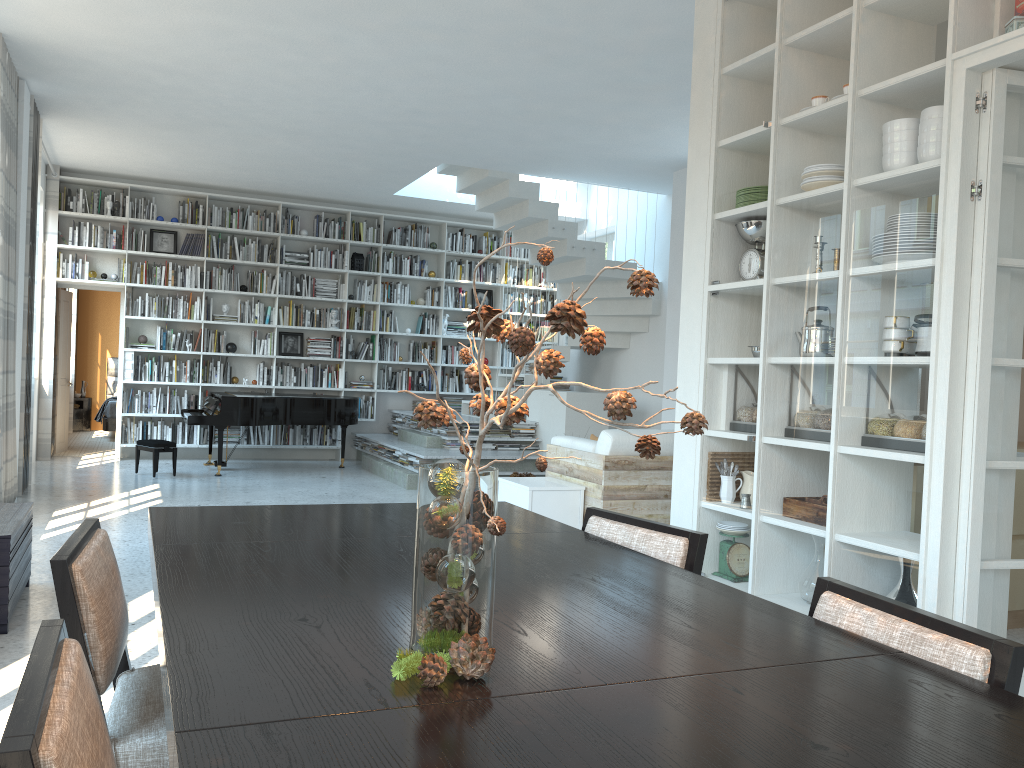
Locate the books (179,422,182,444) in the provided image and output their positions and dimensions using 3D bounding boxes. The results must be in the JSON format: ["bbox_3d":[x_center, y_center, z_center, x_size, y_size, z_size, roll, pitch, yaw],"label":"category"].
[{"bbox_3d":[-3.923,0.575,10.478,0.027,0.256,0.179,2,1,-23],"label":"books"}]

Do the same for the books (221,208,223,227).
[{"bbox_3d":[-3.464,-1.965,10.571,0.012,0.250,0.174,2,1,-23],"label":"books"}]

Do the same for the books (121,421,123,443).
[{"bbox_3d":[-4.504,0.552,10.240,0.012,0.254,0.161,2,1,-23],"label":"books"}]

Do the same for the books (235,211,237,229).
[{"bbox_3d":[-3.319,-1.951,10.641,0.013,0.234,0.154,2,1,-23],"label":"books"}]

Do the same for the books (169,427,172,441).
[{"bbox_3d":[-4.021,0.605,10.421,0.031,0.188,0.190,2,1,-23],"label":"books"}]

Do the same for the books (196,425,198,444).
[{"bbox_3d":[-3.741,0.594,10.527,0.017,0.233,0.212,2,1,-23],"label":"books"}]

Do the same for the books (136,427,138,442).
[{"bbox_3d":[-4.354,0.592,10.300,0.022,0.186,0.145,2,1,-23],"label":"books"}]

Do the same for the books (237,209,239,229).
[{"bbox_3d":[-3.294,-1.959,10.644,0.013,0.251,0.183,2,1,-23],"label":"books"}]

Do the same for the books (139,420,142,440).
[{"bbox_3d":[-4.315,0.554,10.301,0.023,0.266,0.177,2,1,-23],"label":"books"}]

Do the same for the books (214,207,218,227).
[{"bbox_3d":[-3.529,-1.970,10.549,0.031,0.255,0.145,2,1,-23],"label":"books"}]

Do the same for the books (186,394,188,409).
[{"bbox_3d":[-3.843,0.236,10.483,0.011,0.239,0.174,2,1,-23],"label":"books"}]

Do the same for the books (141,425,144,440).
[{"bbox_3d":[-4.302,0.584,10.325,0.022,0.205,0.158,2,1,-23],"label":"books"}]

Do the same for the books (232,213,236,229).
[{"bbox_3d":[-3.341,-1.936,10.636,0.030,0.201,0.152,2,1,-23],"label":"books"}]

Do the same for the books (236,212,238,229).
[{"bbox_3d":[-3.305,-1.941,10.639,0.011,0.216,0.160,2,1,-23],"label":"books"}]

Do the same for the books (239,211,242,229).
[{"bbox_3d":[-3.271,-1.950,10.670,0.029,0.235,0.130,2,1,-23],"label":"books"}]

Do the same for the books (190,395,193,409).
[{"bbox_3d":[-3.797,0.244,10.495,0.023,0.228,0.190,2,1,-23],"label":"books"}]

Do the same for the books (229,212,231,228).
[{"bbox_3d":[-3.390,-1.945,10.626,0.012,0.216,0.150,2,1,-23],"label":"books"}]

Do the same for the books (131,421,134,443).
[{"bbox_3d":[-4.404,0.560,10.279,0.024,0.246,0.143,2,1,-23],"label":"books"}]

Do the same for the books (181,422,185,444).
[{"bbox_3d":[-3.901,0.571,10.512,0.040,0.264,0.137,2,1,-23],"label":"books"}]

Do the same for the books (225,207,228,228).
[{"bbox_3d":[-3.415,-1.970,10.595,0.010,0.264,0.160,2,1,-23],"label":"books"}]

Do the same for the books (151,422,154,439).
[{"bbox_3d":[-4.205,0.568,10.372,0.022,0.246,0.134,2,1,-23],"label":"books"}]

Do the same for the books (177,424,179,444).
[{"bbox_3d":[-3.948,0.589,10.471,0.022,0.225,0.141,2,1,-23],"label":"books"}]

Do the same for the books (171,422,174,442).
[{"bbox_3d":[-3.995,0.578,10.431,0.023,0.244,0.188,2,1,-23],"label":"books"}]

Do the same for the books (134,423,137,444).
[{"bbox_3d":[-4.370,0.571,10.285,0.022,0.226,0.154,2,1,-23],"label":"books"}]

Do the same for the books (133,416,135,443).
[{"bbox_3d":[-4.385,0.524,10.282,0.011,0.318,0.157,2,1,-23],"label":"books"}]

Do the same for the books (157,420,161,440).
[{"bbox_3d":[-4.132,0.561,10.380,0.031,0.266,0.186,2,1,-23],"label":"books"}]

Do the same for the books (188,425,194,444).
[{"bbox_3d":[-3.819,0.579,10.537,0.065,0.256,0.155,2,1,-23],"label":"books"}]

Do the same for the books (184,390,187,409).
[{"bbox_3d":[-3.869,0.210,10.499,0.025,0.288,0.130,2,1,-23],"label":"books"}]

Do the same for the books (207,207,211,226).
[{"bbox_3d":[-3.597,-1.964,10.514,0.029,0.237,0.156,2,1,-23],"label":"books"}]

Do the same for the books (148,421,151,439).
[{"bbox_3d":[-4.237,0.561,10.351,0.027,0.256,0.160,2,1,-23],"label":"books"}]

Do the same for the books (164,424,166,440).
[{"bbox_3d":[-4.073,0.587,10.406,0.021,0.218,0.190,2,1,-23],"label":"books"}]

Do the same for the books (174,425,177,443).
[{"bbox_3d":[-3.974,0.593,10.473,0.024,0.214,0.137,2,1,-23],"label":"books"}]

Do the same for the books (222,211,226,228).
[{"bbox_3d":[-3.442,-1.943,10.568,0.029,0.208,0.178,2,1,-23],"label":"books"}]

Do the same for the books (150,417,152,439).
[{"bbox_3d":[-4.212,0.541,10.345,0.013,0.300,0.183,2,1,-23],"label":"books"}]

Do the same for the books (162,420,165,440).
[{"bbox_3d":[-4.094,0.562,10.397,0.025,0.266,0.159,2,1,-23],"label":"books"}]

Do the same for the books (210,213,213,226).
[{"bbox_3d":[-3.580,-1.936,10.539,0.024,0.183,0.133,2,1,-23],"label":"books"}]

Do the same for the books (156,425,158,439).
[{"bbox_3d":[-4.164,0.587,10.396,0.014,0.211,0.146,2,1,-23],"label":"books"}]

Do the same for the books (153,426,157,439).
[{"bbox_3d":[-4.172,0.592,10.360,0.030,0.201,0.168,2,1,-23],"label":"books"}]

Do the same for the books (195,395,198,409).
[{"bbox_3d":[-3.759,0.244,10.540,0.030,0.230,0.151,2,1,-23],"label":"books"}]

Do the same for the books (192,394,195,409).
[{"bbox_3d":[-3.789,0.240,10.537,0.026,0.236,0.140,2,1,-23],"label":"books"}]

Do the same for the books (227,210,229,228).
[{"bbox_3d":[-3.410,-1.955,10.626,0.025,0.235,0.129,2,1,-23],"label":"books"}]

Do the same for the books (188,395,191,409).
[{"bbox_3d":[-3.838,0.242,10.523,0.030,0.227,0.140,2,1,-23],"label":"books"}]

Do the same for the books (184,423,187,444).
[{"bbox_3d":[-3.861,0.557,10.497,0.021,0.296,0.187,2,1,-23],"label":"books"}]

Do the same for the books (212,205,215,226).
[{"bbox_3d":[-3.561,-1.983,10.556,0.021,0.279,0.140,2,1,-23],"label":"books"}]

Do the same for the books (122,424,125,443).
[{"bbox_3d":[-4.489,0.571,10.248,0.023,0.216,0.158,2,1,-23],"label":"books"}]

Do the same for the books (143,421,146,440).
[{"bbox_3d":[-4.282,0.562,10.337,0.022,0.252,0.139,2,1,-23],"label":"books"}]

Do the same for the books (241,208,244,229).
[{"bbox_3d":[-3.245,-1.969,10.664,0.013,0.276,0.164,2,1,-23],"label":"books"}]

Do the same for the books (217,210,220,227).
[{"bbox_3d":[-3.503,-1.951,10.556,0.023,0.220,0.181,2,1,-23],"label":"books"}]

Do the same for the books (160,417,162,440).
[{"bbox_3d":[-4.118,0.542,10.406,0.014,0.304,0.139,2,1,-23],"label":"books"}]

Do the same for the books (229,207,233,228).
[{"bbox_3d":[-3.370,-1.970,10.632,0.028,0.268,0.151,2,1,-23],"label":"books"}]

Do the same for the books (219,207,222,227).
[{"bbox_3d":[-3.482,-1.966,10.568,0.023,0.251,0.170,2,1,-23],"label":"books"}]

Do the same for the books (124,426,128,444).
[{"bbox_3d":[-4.456,0.586,10.234,0.029,0.190,0.176,2,1,-23],"label":"books"}]

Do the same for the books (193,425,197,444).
[{"bbox_3d":[-3.777,0.570,10.557,0.027,0.276,0.143,2,1,-23],"label":"books"}]

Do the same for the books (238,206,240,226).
[{"bbox_3d":[-3.283,-1.982,10.651,0.010,0.299,0.151,2,1,-23],"label":"books"}]

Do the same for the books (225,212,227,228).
[{"bbox_3d":[-3.427,-1.942,10.589,0.015,0.207,0.166,2,1,-23],"label":"books"}]

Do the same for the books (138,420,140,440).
[{"bbox_3d":[-4.329,0.555,10.289,0.013,0.262,0.174,2,1,-23],"label":"books"}]

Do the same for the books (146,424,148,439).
[{"bbox_3d":[-4.258,0.578,10.336,0.022,0.221,0.163,2,1,-23],"label":"books"}]

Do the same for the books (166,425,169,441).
[{"bbox_3d":[-4.051,0.594,10.415,0.028,0.206,0.171,2,1,-23],"label":"books"}]

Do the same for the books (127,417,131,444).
[{"bbox_3d":[-4.432,0.535,10.258,0.044,0.294,0.181,2,1,-23],"label":"books"}]
